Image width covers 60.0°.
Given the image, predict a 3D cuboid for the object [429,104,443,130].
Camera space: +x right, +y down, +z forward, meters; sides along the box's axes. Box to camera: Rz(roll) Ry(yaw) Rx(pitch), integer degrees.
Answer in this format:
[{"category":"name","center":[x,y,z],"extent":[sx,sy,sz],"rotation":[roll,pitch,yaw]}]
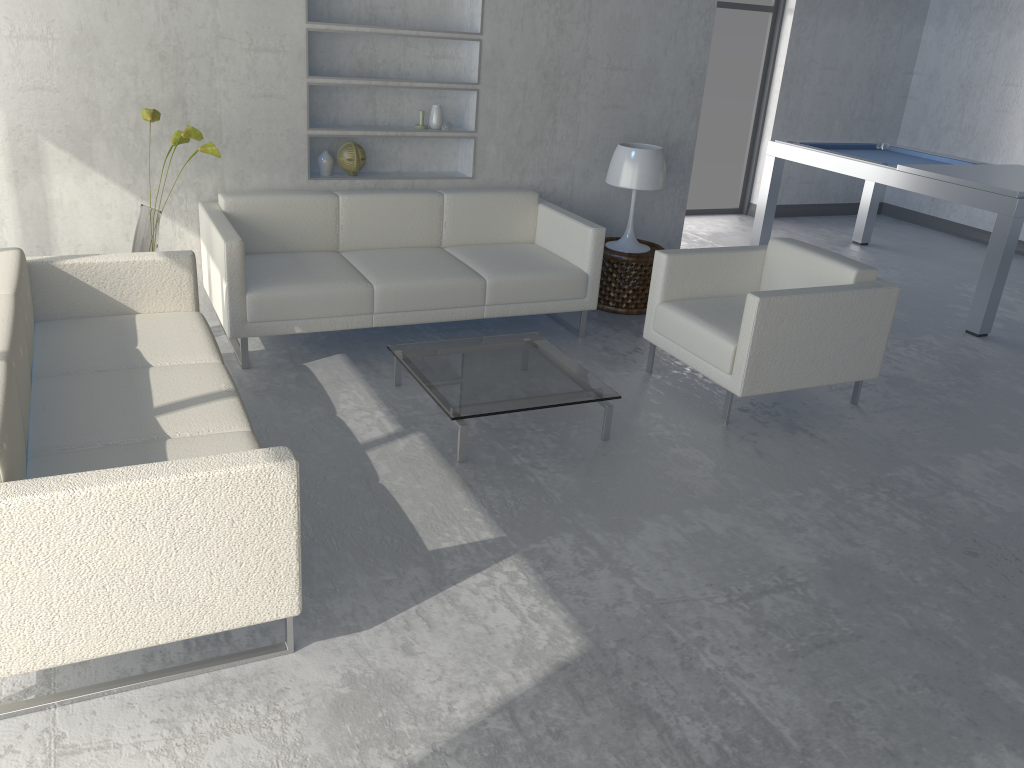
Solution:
[{"category":"object","center":[-0.416,-1.471,4.880],"extent":[0.079,0.130,0.079],"rotation":[-7,26,-26]}]

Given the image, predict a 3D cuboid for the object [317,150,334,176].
[{"category":"object","center":[-0.993,-1.177,4.725],"extent":[0.086,0.128,0.086],"rotation":[-2,24,-15]}]

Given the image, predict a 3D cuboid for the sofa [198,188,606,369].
[{"category":"sofa","center":[-0.550,-0.605,4.545],"extent":[1.881,0.658,0.821],"rotation":[-7,25,-25]}]

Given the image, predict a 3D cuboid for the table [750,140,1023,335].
[{"category":"table","center":[2.870,-1.134,6.174],"extent":[1.180,0.835,2.095],"rotation":[-7,25,-25]}]

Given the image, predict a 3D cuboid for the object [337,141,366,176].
[{"category":"object","center":[-0.845,-1.207,4.756],"extent":[0.163,0.179,0.088],"rotation":[-12,28,-34]}]

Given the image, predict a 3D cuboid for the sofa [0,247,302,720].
[{"category":"sofa","center":[-1.260,0.097,2.746],"extent":[0.821,0.658,1.881],"rotation":[-7,25,-25]}]

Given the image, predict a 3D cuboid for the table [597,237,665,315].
[{"category":"table","center":[0.669,-0.646,5.273],"extent":[0.452,0.358,0.452],"rotation":[21,28,35]}]

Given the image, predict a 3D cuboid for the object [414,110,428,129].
[{"category":"object","center":[-0.496,-1.447,4.856],"extent":[0.074,0.094,0.074],"rotation":[16,25,25]}]

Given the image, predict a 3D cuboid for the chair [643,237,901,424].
[{"category":"chair","center":[1.157,-0.284,4.105],"extent":[0.821,0.662,0.748],"rotation":[-7,25,-25]}]

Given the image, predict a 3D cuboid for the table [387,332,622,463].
[{"category":"table","center":[-0.060,0.027,3.744],"extent":[0.730,0.190,0.773],"rotation":[-7,25,-25]}]

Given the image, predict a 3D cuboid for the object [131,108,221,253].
[{"category":"object","center":[-1.526,-0.689,4.059],"extent":[0.400,1.051,0.387],"rotation":[5,23,1]}]

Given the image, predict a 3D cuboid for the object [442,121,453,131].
[{"category":"object","center":[-0.353,-1.417,4.868],"extent":[0.064,0.050,0.064],"rotation":[-4,24,-20]}]

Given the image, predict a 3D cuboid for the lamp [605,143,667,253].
[{"category":"lamp","center":[0.701,-1.070,5.094],"extent":[0.347,0.582,0.347],"rotation":[18,26,29]}]
